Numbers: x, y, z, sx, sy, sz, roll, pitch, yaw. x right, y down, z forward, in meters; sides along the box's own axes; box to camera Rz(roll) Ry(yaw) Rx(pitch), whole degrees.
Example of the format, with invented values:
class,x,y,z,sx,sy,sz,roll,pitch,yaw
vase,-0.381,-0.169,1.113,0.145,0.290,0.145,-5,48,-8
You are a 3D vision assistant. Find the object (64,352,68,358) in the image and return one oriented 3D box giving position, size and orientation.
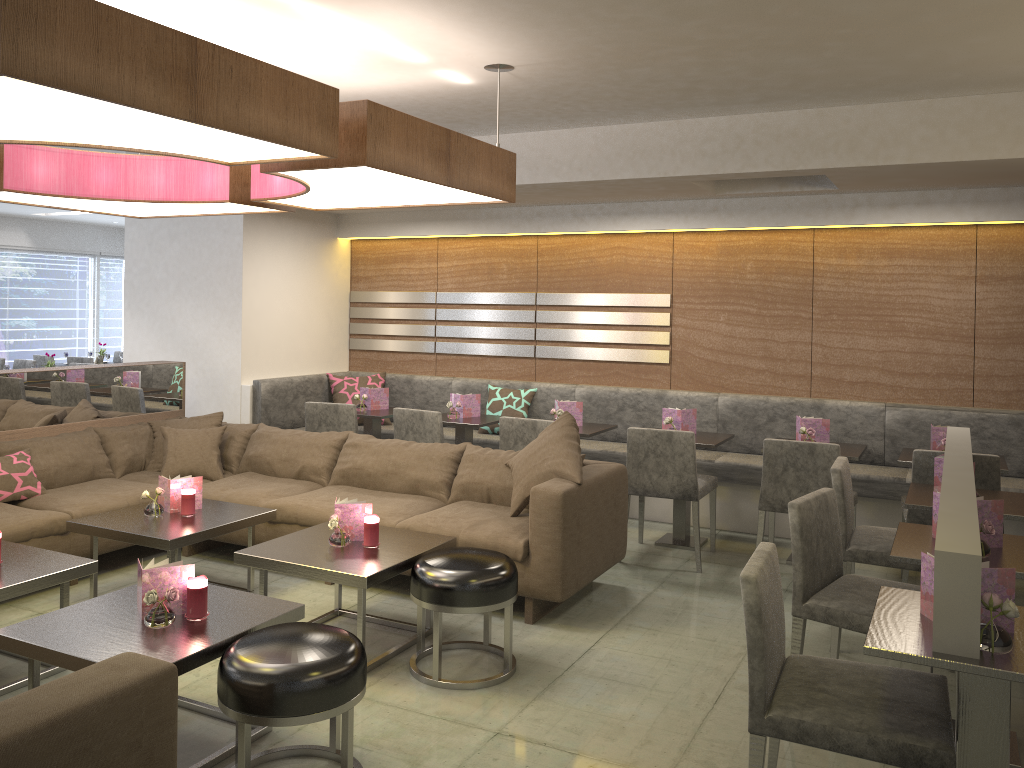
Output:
class,x,y,z,sx,sy,sz,roll,pitch,yaw
object,-5.504,-0.325,10.908,0.053,0.139,0.053,1,1,-15

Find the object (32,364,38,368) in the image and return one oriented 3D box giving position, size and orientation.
class,x,y,z,sx,sy,sz,roll,pitch,yaw
object,-4.781,-0.134,8.853,0.053,0.139,0.053,1,1,-15

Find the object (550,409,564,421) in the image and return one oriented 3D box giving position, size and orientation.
class,x,y,z,sx,sy,sz,roll,pitch,yaw
object,0.292,0.217,5.667,0.094,0.125,0.102,1,2,-9

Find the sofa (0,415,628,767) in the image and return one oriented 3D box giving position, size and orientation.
class,x,y,z,sx,sy,sz,roll,pitch,yaw
sofa,-1.659,0.741,3.618,3.182,0.674,3.774,3,5,27

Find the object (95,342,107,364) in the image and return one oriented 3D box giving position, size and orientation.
class,x,y,z,sx,sy,sz,roll,pitch,yaw
object,-5.011,-0.375,10.791,0.155,0.276,0.104,2,1,24

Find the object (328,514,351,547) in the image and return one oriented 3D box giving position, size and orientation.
class,x,y,z,sx,sy,sz,roll,pitch,yaw
object,-0.721,0.611,3.691,0.095,0.129,0.106,0,2,-13

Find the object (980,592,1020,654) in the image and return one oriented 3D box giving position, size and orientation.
class,x,y,z,sx,sy,sz,roll,pitch,yaw
object,1.101,0.546,2.028,0.099,0.125,0.101,0,2,-19

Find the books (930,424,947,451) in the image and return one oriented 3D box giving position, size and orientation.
class,x,y,z,sx,sy,sz,roll,pitch,yaw
books,2.370,0.312,4.811,0.157,0.164,0.143,2,3,22

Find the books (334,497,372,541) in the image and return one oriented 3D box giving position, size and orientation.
class,x,y,z,sx,sy,sz,roll,pitch,yaw
books,-0.686,0.586,3.835,0.157,0.164,0.143,1,2,-8

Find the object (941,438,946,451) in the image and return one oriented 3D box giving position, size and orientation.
class,x,y,z,sx,sy,sz,roll,pitch,yaw
object,2.298,0.339,4.652,0.099,0.125,0.097,1,2,-3

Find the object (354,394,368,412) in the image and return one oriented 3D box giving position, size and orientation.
class,x,y,z,sx,sy,sz,roll,pitch,yaw
object,-1.084,0.133,6.361,0.107,0.125,0.094,0,2,-20

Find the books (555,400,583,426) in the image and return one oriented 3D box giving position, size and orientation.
class,x,y,z,sx,sy,sz,roll,pitch,yaw
books,0.372,0.191,5.812,0.157,0.164,0.143,1,2,-8

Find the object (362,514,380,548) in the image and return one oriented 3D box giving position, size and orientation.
class,x,y,z,sx,sy,sz,roll,pitch,yaw
object,-0.586,0.613,3.689,0.075,0.128,0.076,1,2,-11

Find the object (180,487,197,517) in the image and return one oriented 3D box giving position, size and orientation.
class,x,y,z,sx,sy,sz,roll,pitch,yaw
object,-1.528,0.555,4.173,0.075,0.128,0.076,1,2,-1

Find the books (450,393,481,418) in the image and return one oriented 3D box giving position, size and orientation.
class,x,y,z,sx,sy,sz,roll,pitch,yaw
books,-0.327,0.149,6.165,0.157,0.164,0.143,-2,3,-43

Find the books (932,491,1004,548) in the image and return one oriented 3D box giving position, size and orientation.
class,x,y,z,sx,sy,sz,roll,pitch,yaw
books,1.531,0.457,2.974,0.157,0.164,0.143,1,2,-8

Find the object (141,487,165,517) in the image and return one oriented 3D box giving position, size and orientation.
class,x,y,z,sx,sy,sz,roll,pitch,yaw
object,-1.689,0.552,4.160,0.102,0.132,0.092,1,2,-8

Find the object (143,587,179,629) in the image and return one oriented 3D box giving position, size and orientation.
class,x,y,z,sx,sy,sz,roll,pitch,yaw
object,-1.055,0.687,2.769,0.193,0.125,0.095,-1,3,-32

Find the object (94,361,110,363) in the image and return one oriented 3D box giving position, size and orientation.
class,x,y,z,sx,sy,sz,roll,pitch,yaw
object,-5.168,-0.275,11.109,0.216,0.015,0.218,0,5,-10

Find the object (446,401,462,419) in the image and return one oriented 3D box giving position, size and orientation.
class,x,y,z,sx,sy,sz,roll,pitch,yaw
object,-0.398,0.174,6.022,0.110,0.125,0.092,0,2,-31

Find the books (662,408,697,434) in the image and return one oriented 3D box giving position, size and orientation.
class,x,y,z,sx,sy,sz,roll,pitch,yaw
books,1.037,0.232,5.476,0.157,0.164,0.143,-2,3,-43

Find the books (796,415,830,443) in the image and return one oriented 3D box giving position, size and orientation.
class,x,y,z,sx,sy,sz,roll,pitch,yaw
books,1.741,0.274,5.120,0.157,0.164,0.143,1,2,7

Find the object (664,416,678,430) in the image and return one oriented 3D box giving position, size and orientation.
class,x,y,z,sx,sy,sz,roll,pitch,yaw
object,0.966,0.258,5.329,0.096,0.125,0.105,2,3,27

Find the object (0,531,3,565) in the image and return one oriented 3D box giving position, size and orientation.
class,x,y,z,sx,sy,sz,roll,pitch,yaw
object,-1.964,0.620,3.336,0.075,0.128,0.076,1,2,-1

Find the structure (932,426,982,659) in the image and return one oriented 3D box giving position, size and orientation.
class,x,y,z,sx,sy,sz,roll,pitch,yaw
structure,1.559,0.408,3.093,0.095,0.231,2.494,2,5,27

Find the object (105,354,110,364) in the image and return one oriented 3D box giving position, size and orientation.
class,x,y,z,sx,sy,sz,roll,pitch,yaw
object,-4.869,-0.292,10.648,0.053,0.139,0.053,1,1,-15

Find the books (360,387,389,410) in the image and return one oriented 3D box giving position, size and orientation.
class,x,y,z,sx,sy,sz,roll,pitch,yaw
books,-1.014,0.107,6.513,0.157,0.164,0.143,-2,3,-43

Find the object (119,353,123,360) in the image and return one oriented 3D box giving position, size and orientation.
class,x,y,z,sx,sy,sz,roll,pitch,yaw
object,-4.803,-0.311,10.883,0.053,0.139,0.053,1,1,-15

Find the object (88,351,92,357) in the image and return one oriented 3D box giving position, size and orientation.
class,x,y,z,sx,sy,sz,roll,pitch,yaw
object,-5.319,-0.342,11.144,0.053,0.139,0.053,1,1,-15

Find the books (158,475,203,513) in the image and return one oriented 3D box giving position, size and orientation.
class,x,y,z,sx,sy,sz,roll,pitch,yaw
books,-1.616,0.530,4.307,0.157,0.164,0.143,-2,3,-43

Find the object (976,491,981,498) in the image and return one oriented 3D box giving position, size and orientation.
class,x,y,z,sx,sy,sz,roll,pitch,yaw
object,1.854,0.449,3.587,0.091,0.076,0.091,2,3,22

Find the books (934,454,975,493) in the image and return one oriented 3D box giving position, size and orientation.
class,x,y,z,sx,sy,sz,roll,pitch,yaw
books,1.898,0.396,3.753,0.158,0.164,0.143,3,3,42

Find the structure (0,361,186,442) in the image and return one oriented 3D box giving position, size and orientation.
class,x,y,z,sx,sy,sz,roll,pitch,yaw
structure,-3.183,0.479,4.402,0.224,1.005,3.781,1,4,27

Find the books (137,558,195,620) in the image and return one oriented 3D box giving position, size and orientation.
class,x,y,z,sx,sy,sz,roll,pitch,yaw
books,-1.132,0.661,2.889,0.157,0.164,0.143,0,3,-28

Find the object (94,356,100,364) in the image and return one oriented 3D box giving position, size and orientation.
class,x,y,z,sx,sy,sz,roll,pitch,yaw
object,-5.072,-0.290,10.817,0.070,0.099,0.204,1,4,-3

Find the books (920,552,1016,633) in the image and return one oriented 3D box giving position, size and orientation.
class,x,y,z,sx,sy,sz,roll,pitch,yaw
books,1.128,0.518,2.195,0.157,0.164,0.143,1,2,-3

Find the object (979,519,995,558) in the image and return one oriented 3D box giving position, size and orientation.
class,x,y,z,sx,sy,sz,roll,pitch,yaw
object,1.476,0.485,2.808,0.102,0.125,0.092,2,2,26

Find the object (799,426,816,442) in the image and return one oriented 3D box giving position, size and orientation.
class,x,y,z,sx,sy,sz,roll,pitch,yaw
object,1.667,0.301,4.966,0.093,0.125,0.106,0,3,-32

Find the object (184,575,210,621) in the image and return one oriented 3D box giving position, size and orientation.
class,x,y,z,sx,sy,sz,roll,pitch,yaw
object,-1.004,0.681,2.820,0.075,0.128,0.076,1,2,-11

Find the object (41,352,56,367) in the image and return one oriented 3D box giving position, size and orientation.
class,x,y,z,sx,sy,sz,roll,pitch,yaw
object,-4.460,-0.168,8.518,0.155,0.276,0.104,2,1,24

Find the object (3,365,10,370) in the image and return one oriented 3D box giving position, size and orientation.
class,x,y,z,sx,sy,sz,roll,pitch,yaw
object,-4.913,-0.114,8.592,0.053,0.139,0.053,1,1,-15
